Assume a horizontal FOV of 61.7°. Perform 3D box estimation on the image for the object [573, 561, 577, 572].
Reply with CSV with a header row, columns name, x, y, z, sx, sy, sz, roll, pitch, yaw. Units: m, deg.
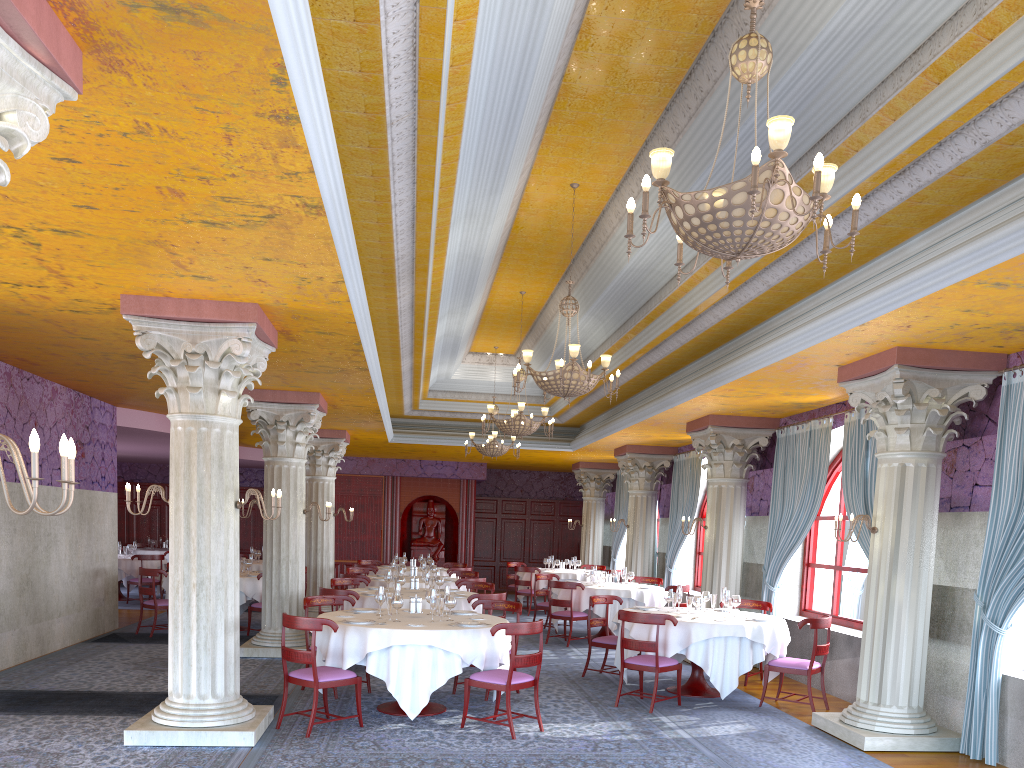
name,x,y,z,sx,sy,sz,roll,pitch,yaw
object,1.463,4.229,19.841,0.086,0.241,0.084,0,4,-27

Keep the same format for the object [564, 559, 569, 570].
name,x,y,z,sx,sy,sz,roll,pitch,yaw
object,1.302,4.307,20.424,0.122,0.268,0.120,1,3,-15

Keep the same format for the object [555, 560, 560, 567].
name,x,y,z,sx,sy,sz,roll,pitch,yaw
object,1.041,4.172,19.672,0.122,0.268,0.120,0,4,-38

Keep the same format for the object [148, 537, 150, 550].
name,x,y,z,sx,sy,sz,roll,pitch,yaw
object,-9.753,4.278,23.001,0.074,0.341,0.072,1,5,-15

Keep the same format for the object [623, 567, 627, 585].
name,x,y,z,sx,sy,sz,roll,pitch,yaw
object,2.047,3.485,15.537,0.074,0.341,0.072,1,5,-15

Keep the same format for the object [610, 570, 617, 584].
name,x,y,z,sx,sy,sz,roll,pitch,yaw
object,1.860,3.540,15.698,0.122,0.268,0.120,1,3,-15

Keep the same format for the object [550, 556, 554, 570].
name,x,y,z,sx,sy,sz,roll,pitch,yaw
object,0.954,4.247,20.359,0.073,0.341,0.073,5,6,30

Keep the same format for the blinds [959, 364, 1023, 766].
name,x,y,z,sx,sy,sz,roll,pitch,yaw
blinds,4.352,1.518,6.961,0.245,3.578,1.728,2,3,-5

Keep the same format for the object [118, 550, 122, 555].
name,x,y,z,sx,sy,sz,roll,pitch,yaw
object,-8.693,3.657,18.900,0.144,0.215,0.070,2,4,-26

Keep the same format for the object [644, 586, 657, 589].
name,x,y,z,sx,sy,sz,roll,pitch,yaw
object,2.430,3.576,15.052,0.256,0.020,0.055,-6,-11,42

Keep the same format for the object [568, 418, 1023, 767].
name,x,y,z,sx,sy,sz,roll,pitch,yaw
object,3.623,2.375,12.696,2.095,3.614,29.284,2,-9,-6

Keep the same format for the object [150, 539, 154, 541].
name,x,y,z,sx,sy,sz,roll,pitch,yaw
object,-9.815,4.370,23.351,0.121,0.268,0.121,4,4,30

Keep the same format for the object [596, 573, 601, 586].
name,x,y,z,sx,sy,sz,roll,pitch,yaw
object,1.518,3.430,15.032,0.085,0.241,0.084,3,4,18

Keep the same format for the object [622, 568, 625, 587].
name,x,y,z,sx,sy,sz,roll,pitch,yaw
object,1.949,3.392,15.004,0.073,0.341,0.073,5,6,30

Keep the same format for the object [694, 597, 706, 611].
name,x,y,z,sx,sy,sz,roll,pitch,yaw
object,2.310,2.678,10.507,0.144,0.215,0.070,2,4,-26

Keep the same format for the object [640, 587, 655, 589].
name,x,y,z,sx,sy,sz,roll,pitch,yaw
object,2.328,3.539,14.867,0.313,0.024,0.315,3,-9,-7

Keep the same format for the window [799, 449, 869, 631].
name,x,y,z,sx,sy,sz,roll,pitch,yaw
window,4.559,1.831,10.725,0.160,2.571,3.571,1,-4,-6

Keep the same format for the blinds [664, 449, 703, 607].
name,x,y,z,sx,sy,sz,roll,pitch,yaw
blinds,3.238,3.048,16.396,0.245,3.579,1.680,2,3,-5

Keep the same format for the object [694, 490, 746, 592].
name,x,y,z,sx,sy,sz,roll,pitch,yaw
object,4.004,2.593,15.429,0.160,2.571,3.571,1,-4,-6

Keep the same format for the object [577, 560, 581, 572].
name,x,y,z,sx,sy,sz,roll,pitch,yaw
object,1.549,4.232,19.920,0.122,0.268,0.120,3,3,7

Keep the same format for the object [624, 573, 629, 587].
name,x,y,z,sx,sy,sz,roll,pitch,yaw
object,2.021,3.463,15.115,0.086,0.241,0.084,0,4,-27

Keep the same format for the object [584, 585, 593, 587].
name,x,y,z,sx,sy,sz,roll,pitch,yaw
object,1.253,3.475,14.731,0.313,0.024,0.315,3,-9,-7

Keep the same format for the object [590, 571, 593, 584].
name,x,y,z,sx,sy,sz,roll,pitch,yaw
object,1.437,3.510,15.532,0.086,0.241,0.084,2,4,-4

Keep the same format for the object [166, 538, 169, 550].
name,x,y,z,sx,sy,sz,roll,pitch,yaw
object,-9.217,4.283,22.905,0.074,0.341,0.072,1,5,-15

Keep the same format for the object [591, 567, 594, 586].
name,x,y,z,sx,sy,sz,roll,pitch,yaw
object,1.414,3.388,15.099,0.074,0.341,0.072,3,5,7

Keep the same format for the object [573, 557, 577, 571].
name,x,y,z,sx,sy,sz,roll,pitch,yaw
object,1.489,4.252,20.263,0.073,0.341,0.073,5,6,30

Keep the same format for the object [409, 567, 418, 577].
name,x,y,z,sx,sy,sz,roll,pitch,yaw
object,-1.735,3.293,15.125,0.144,0.215,0.070,2,4,-26

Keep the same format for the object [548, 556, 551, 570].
name,x,y,z,sx,sy,sz,roll,pitch,yaw
object,0.856,4.154,19.826,0.073,0.341,0.073,5,6,30

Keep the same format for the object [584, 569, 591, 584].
name,x,y,z,sx,sy,sz,roll,pitch,yaw
object,1.352,3.480,15.450,0.122,0.268,0.120,3,3,7

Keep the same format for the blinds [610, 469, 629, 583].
name,x,y,z,sx,sy,sz,roll,pitch,yaw
blinds,2.690,3.800,21.037,0.245,3.579,1.680,2,3,-5

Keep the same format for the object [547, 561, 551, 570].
name,x,y,z,sx,sy,sz,roll,pitch,yaw
object,0.879,4.276,20.258,0.086,0.241,0.084,0,4,-27

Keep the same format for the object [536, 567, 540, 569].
name,x,y,z,sx,sy,sz,roll,pitch,yaw
object,0.563,4.415,20.527,0.313,0.024,0.315,3,-9,-7

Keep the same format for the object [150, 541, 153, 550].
name,x,y,z,sx,sy,sz,roll,pitch,yaw
object,-9.648,4.320,22.933,0.086,0.241,0.084,0,4,-27

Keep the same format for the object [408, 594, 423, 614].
name,x,y,z,sx,sy,sz,roll,pitch,yaw
object,-1.004,2.289,8.931,0.144,0.215,0.070,2,4,-26

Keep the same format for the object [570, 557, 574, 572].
name,x,y,z,sx,sy,sz,roll,pitch,yaw
object,1.392,4.159,19.730,0.073,0.341,0.073,5,6,30

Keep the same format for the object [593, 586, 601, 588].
name,x,y,z,sx,sy,sz,roll,pitch,yaw
object,1.439,3.468,14.631,0.054,0.020,0.259,-5,-12,42

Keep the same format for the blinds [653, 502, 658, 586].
name,x,y,z,sx,sy,sz,roll,pitch,yaw
blinds,2.924,3.479,19.052,0.245,3.579,1.680,1,3,-8

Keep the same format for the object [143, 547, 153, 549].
name,x,y,z,sx,sy,sz,roll,pitch,yaw
object,-10.046,4.539,23.703,0.315,0.024,0.314,7,-10,-26

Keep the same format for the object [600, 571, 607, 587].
name,x,y,z,sx,sy,sz,roll,pitch,yaw
object,1.599,3.405,14.946,0.122,0.268,0.120,0,4,-38

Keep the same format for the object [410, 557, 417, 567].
name,x,y,z,sx,sy,sz,roll,pitch,yaw
object,-2.122,3.825,18.402,0.144,0.215,0.070,2,4,-26

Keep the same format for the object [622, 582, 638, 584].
name,x,y,z,sx,sy,sz,roll,pitch,yaw
object,2.197,3.712,15.937,0.313,0.024,0.315,3,-9,-7

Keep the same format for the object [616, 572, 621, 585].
name,x,y,z,sx,sy,sz,roll,pitch,yaw
object,1.939,3.543,15.615,0.085,0.241,0.084,3,4,18

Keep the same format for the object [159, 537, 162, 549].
name,x,y,z,sx,sy,sz,roll,pitch,yaw
object,-9.655,4.371,23.534,0.074,0.341,0.072,1,5,-15

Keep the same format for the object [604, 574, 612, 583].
name,x,y,z,sx,sy,sz,roll,pitch,yaw
object,1.732,3.473,15.406,0.144,0.215,0.070,2,4,-26

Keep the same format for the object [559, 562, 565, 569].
name,x,y,z,sx,sy,sz,roll,pitch,yaw
object,1.174,4.239,20.132,0.144,0.215,0.070,2,4,-26

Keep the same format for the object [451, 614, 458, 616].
name,x,y,z,sx,sy,sz,roll,pitch,yaw
object,-0.636,2.502,9.286,0.138,0.011,0.030,-6,-11,40

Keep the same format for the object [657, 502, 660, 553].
name,x,y,z,sx,sy,sz,roll,pitch,yaw
object,3.449,3.356,20.129,0.160,2.571,3.571,1,-4,-6

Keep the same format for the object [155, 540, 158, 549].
name,x,y,z,sx,sy,sz,roll,pitch,yaw
object,-9.730,4.400,23.433,0.086,0.241,0.084,0,4,-27

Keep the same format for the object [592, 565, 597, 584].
name,x,y,z,sx,sy,sz,roll,pitch,yaw
object,1.512,3.481,15.632,0.074,0.341,0.072,-2,6,-38

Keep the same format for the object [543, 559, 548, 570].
name,x,y,z,sx,sy,sz,roll,pitch,yaw
object,0.794,4.246,20.176,0.122,0.268,0.120,3,3,7

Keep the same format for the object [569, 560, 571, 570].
name,x,y,z,sx,sy,sz,roll,pitch,yaw
object,1.381,4.309,20.341,0.085,0.241,0.084,3,4,18

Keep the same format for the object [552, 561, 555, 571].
name,x,y,z,sx,sy,sz,roll,pitch,yaw
object,0.961,4.196,19.758,0.086,0.241,0.084,0,4,-27

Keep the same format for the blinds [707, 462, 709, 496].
name,x,y,z,sx,sy,sz,roll,pitch,yaw
blinds,3.472,2.726,14.411,0.245,3.579,1.680,1,3,-8

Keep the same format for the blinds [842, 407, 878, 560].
name,x,y,z,sx,sy,sz,roll,pitch,yaw
blinds,4.033,1.956,9.663,0.245,3.579,1.680,1,3,-8

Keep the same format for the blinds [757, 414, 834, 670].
name,x,y,z,sx,sy,sz,roll,pitch,yaw
blinds,3.798,2.278,11.647,0.245,3.579,1.680,2,3,-5

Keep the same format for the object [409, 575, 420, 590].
name,x,y,z,sx,sy,sz,roll,pitch,yaw
object,-1.378,2.803,12.102,0.144,0.215,0.070,2,4,-26

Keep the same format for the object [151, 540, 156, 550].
name,x,y,z,sx,sy,sz,roll,pitch,yaw
object,-9.568,4.295,22.847,0.121,0.268,0.121,4,4,30

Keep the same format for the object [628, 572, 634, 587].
name,x,y,z,sx,sy,sz,roll,pitch,yaw
object,2.107,3.466,15.194,0.122,0.268,0.120,0,4,-38

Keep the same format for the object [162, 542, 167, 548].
name,x,y,z,sx,sy,sz,roll,pitch,yaw
object,-9.435,4.363,23.307,0.144,0.215,0.070,2,4,-26
